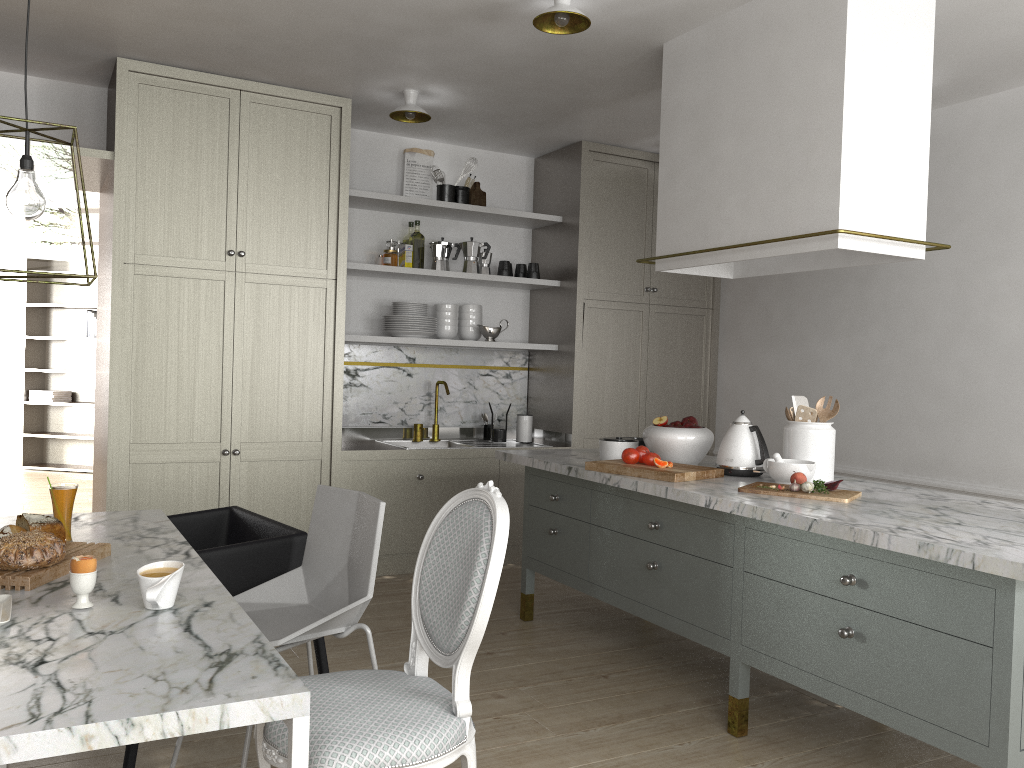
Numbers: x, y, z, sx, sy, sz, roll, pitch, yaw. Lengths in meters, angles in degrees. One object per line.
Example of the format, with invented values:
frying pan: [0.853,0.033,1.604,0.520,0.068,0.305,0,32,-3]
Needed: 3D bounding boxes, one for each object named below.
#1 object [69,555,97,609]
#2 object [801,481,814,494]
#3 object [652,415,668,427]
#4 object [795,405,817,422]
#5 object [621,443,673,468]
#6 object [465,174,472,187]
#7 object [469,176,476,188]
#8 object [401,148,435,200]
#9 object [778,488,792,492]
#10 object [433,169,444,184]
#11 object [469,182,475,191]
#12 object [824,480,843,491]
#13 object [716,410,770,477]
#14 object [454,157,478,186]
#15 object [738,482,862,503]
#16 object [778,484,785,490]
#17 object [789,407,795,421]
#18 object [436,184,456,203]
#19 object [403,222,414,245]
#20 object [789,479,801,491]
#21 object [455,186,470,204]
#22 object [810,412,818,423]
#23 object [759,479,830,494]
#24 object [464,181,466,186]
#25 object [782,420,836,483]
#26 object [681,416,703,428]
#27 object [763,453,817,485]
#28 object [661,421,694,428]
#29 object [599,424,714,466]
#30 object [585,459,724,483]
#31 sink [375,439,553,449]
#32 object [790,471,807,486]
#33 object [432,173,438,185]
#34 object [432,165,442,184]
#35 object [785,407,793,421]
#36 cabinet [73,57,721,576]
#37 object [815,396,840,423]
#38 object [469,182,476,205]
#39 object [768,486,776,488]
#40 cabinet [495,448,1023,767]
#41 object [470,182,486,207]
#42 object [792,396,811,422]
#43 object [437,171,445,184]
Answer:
object: [-0.852,0.391,1.762,0.050,0.101,0.050,1,1,-22]
object: [0.900,0.314,2.699,0.037,0.036,0.035,1,1,-40]
object: [0.582,0.148,3.483,0.061,0.048,0.054,2,1,25]
object: [1.003,0.203,3.106,0.054,0.262,0.149,2,1,-14]
object: [0.495,0.254,3.177,0.135,0.079,0.194,1,1,-40]
object: [-0.268,-1.090,5.030,0.083,0.201,0.023,2,1,27]
object: [-0.257,-1.098,5.064,0.106,0.191,0.016,2,1,-18]
object: [-0.528,-1.158,4.989,0.183,0.327,0.074,2,1,-19]
object: [0.839,0.325,2.732,0.043,0.008,0.059,2,1,13]
object: [-0.373,-1.090,4.913,0.132,0.185,0.039,1,1,-38]
object: [-0.227,-1.080,5.126,0.092,0.185,0.023,2,1,-18]
object: [0.993,0.314,2.759,0.049,0.039,0.057,1,1,-32]
object: [0.834,0.213,3.216,0.178,0.236,0.204,2,1,8]
object: [-0.261,-1.181,4.962,0.135,0.187,0.070,1,1,-25]
object: [0.898,0.336,2.768,0.330,0.012,0.220,3,1,32]
object: [0.837,0.320,2.751,0.013,0.017,0.030,1,1,-20]
object: [1.047,0.209,3.166,0.118,0.250,0.033,2,1,12]
object: [-0.370,-1.048,4.961,0.108,0.118,0.108,1,1,-37]
object: [-0.569,-0.766,4.967,0.066,0.282,0.066,1,1,-38]
object: [0.869,0.311,2.724,0.033,0.037,0.034,3,1,39]
object: [-0.298,-1.052,5.047,0.112,0.128,0.112,1,2,-45]
object: [1.080,0.211,3.162,0.050,0.247,0.114,1,1,-24]
object: [0.868,0.315,2.747,0.224,0.058,0.116,2,1,7]
object: [-0.274,-1.090,5.073,0.023,0.202,0.079,3,1,42]
object: [1.046,0.235,3.127,0.174,0.208,0.174,2,1,-11]
object: [0.702,0.172,3.449,0.071,0.091,0.167,2,1,-3]
object: [0.934,0.284,2.988,0.172,0.110,0.159,2,1,17]
object: [0.643,0.183,3.454,0.135,0.074,0.154,1,1,-33]
object: [0.587,0.239,3.553,0.491,0.156,0.364,3,1,38]
object: [0.508,0.306,3.181,0.290,0.030,0.400,1,2,-43]
sink: [-0.270,0.418,4.958,0.877,0.174,0.475,1,1,-28]
object: [0.912,0.304,2.817,0.050,0.051,0.090,2,1,25]
object: [-0.404,-1.095,4.989,0.098,0.199,0.059,2,1,-9]
object: [-0.411,-1.136,4.919,0.085,0.148,0.050,1,1,-26]
object: [1.015,0.208,3.128,0.117,0.251,0.061,3,1,41]
cabinet: [-1.335,-0.227,4.616,5.433,2.377,0.947,1,1,-28]
object: [1.089,0.189,3.157,0.131,0.296,0.056,2,1,-9]
object: [-0.205,-1.078,5.118,0.092,0.183,0.038,2,1,-18]
object: [0.813,0.322,2.779,0.028,0.010,0.015,3,1,36]
cabinet: [0.859,0.696,3.047,0.870,0.721,2.360,1,1,-28]
object: [-0.194,-1.078,5.115,0.092,0.183,0.038,2,1,-18]
object: [1.048,0.189,3.137,0.064,0.290,0.141,2,1,-15]
object: [-0.391,-1.137,5.015,0.085,0.148,0.050,3,1,34]
